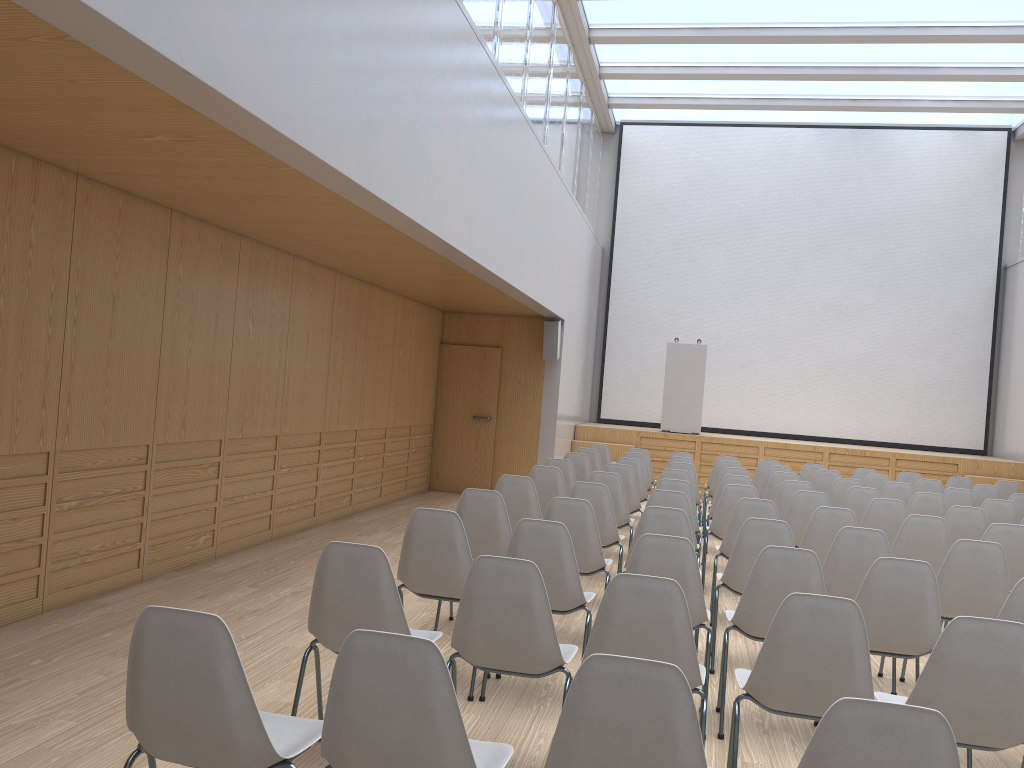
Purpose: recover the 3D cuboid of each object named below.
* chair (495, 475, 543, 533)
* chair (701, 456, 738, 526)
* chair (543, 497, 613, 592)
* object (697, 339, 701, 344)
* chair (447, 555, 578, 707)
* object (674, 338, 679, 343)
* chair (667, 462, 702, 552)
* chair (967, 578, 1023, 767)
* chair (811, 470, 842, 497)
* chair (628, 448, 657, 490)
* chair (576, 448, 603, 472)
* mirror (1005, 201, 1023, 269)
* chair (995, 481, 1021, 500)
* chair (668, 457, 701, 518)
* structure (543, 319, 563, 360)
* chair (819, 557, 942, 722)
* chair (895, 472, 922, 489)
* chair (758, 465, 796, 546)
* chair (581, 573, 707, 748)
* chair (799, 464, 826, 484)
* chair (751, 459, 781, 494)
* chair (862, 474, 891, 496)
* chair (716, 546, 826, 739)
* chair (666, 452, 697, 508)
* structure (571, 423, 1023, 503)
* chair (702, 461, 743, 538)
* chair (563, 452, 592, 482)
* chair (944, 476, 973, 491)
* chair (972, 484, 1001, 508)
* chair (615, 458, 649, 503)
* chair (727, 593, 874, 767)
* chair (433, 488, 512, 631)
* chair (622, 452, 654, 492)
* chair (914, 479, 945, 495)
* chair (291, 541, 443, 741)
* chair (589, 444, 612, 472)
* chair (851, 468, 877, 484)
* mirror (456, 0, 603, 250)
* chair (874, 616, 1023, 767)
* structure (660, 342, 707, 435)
[{"bbox_3d":[0.046,1.072,6.349,0.479,0.876,0.505,4,0,12],"label":"chair"},{"bbox_3d":[2.610,1.310,10.922,0.479,0.876,0.505,4,0,12],"label":"chair"},{"bbox_3d":[0.350,1.088,5.265,0.479,0.876,0.505,4,0,12],"label":"chair"},{"bbox_3d":[2.909,-0.550,13.745,0.166,0.305,0.252,5,0,-17],"label":"object"},{"bbox_3d":[-0.003,1.045,3.324,0.479,0.876,0.505,4,0,12],"label":"chair"},{"bbox_3d":[2.569,-0.576,13.815,0.166,0.305,0.252,5,0,-17],"label":"object"},{"bbox_3d":[1.711,1.225,9.095,0.479,0.876,0.505,4,0,12],"label":"chair"},{"bbox_3d":[2.167,1.219,3.784,0.479,0.876,0.505,4,0,12],"label":"chair"},{"bbox_3d":[3.412,1.364,9.735,0.479,0.876,0.505,4,0,12],"label":"chair"},{"bbox_3d":[1.562,1.229,11.056,0.479,0.876,0.505,4,0,12],"label":"chair"},{"bbox_3d":[0.876,1.169,10.289,0.479,0.876,0.505,4,0,12],"label":"chair"},{"bbox_3d":[6.413,-3.119,5.659,0.253,2.090,17.828,4,0,12],"label":"mirror"},{"bbox_3d":[5.654,1.545,10.320,0.479,0.876,0.505,4,0,12],"label":"chair"},{"bbox_3d":[1.893,1.247,10.009,0.479,0.876,0.505,4,0,12],"label":"chair"},{"bbox_3d":[0.535,-0.590,11.784,0.196,0.542,0.368,4,0,12],"label":"structure"},{"bbox_3d":[1.676,1.182,3.997,0.479,0.876,0.505,4,0,12],"label":"chair"},{"bbox_3d":[4.635,1.466,10.521,0.479,0.876,0.505,4,0,12],"label":"chair"},{"bbox_3d":[2.915,1.325,9.797,0.479,0.876,0.505,4,0,12],"label":"chair"},{"bbox_3d":[0.465,1.080,3.199,0.479,0.876,0.505,4,0,12],"label":"chair"},{"bbox_3d":[3.588,1.386,10.700,0.479,0.876,0.505,4,0,12],"label":"chair"},{"bbox_3d":[3.104,1.349,10.849,0.479,0.876,0.505,4,0,12],"label":"chair"},{"bbox_3d":[3.911,1.403,9.660,0.479,0.876,0.505,4,0,12],"label":"chair"},{"bbox_3d":[1.215,1.146,4.064,0.479,0.876,0.505,4,0,12],"label":"chair"},{"bbox_3d":[2.076,1.269,10.992,0.479,0.876,0.505,4,0,12],"label":"chair"},{"bbox_3d":[4.264,1.408,13.715,6.551,1.027,2.728,4,0,12],"label":"structure"},{"bbox_3d":[2.415,1.287,9.960,0.479,0.876,0.505,4,0,12],"label":"chair"},{"bbox_3d":[0.676,1.145,9.300,0.479,0.876,0.505,4,0,12],"label":"chair"},{"bbox_3d":[5.155,1.506,10.395,0.479,0.876,0.505,4,0,12],"label":"chair"},{"bbox_3d":[4.914,1.479,9.383,0.479,0.876,0.505,4,0,12],"label":"chair"},{"bbox_3d":[1.191,1.185,9.133,0.479,0.876,0.505,4,0,12],"label":"chair"},{"bbox_3d":[1.018,1.123,3.103,0.479,0.876,0.505,4,0,12],"label":"chair"},{"bbox_3d":[-0.155,1.049,5.349,0.479,0.876,0.505,4,0,12],"label":"chair"},{"bbox_3d":[1.386,1.208,10.155,0.479,0.876,0.505,4,0,12],"label":"chair"},{"bbox_3d":[4.402,1.440,9.530,0.479,0.876,0.505,4,0,12],"label":"chair"},{"bbox_3d":[-0.537,1.003,3.365,0.479,0.876,0.505,4,0,12],"label":"chair"},{"bbox_3d":[1.097,1.194,11.236,0.479,0.876,0.505,4,0,12],"label":"chair"},{"bbox_3d":[4.139,1.428,10.564,0.479,0.876,0.505,4,0,12],"label":"chair"},{"bbox_3d":[-0.218,-3.629,7.033,0.253,2.090,17.828,4,0,12],"label":"mirror"},{"bbox_3d":[1.478,1.158,2.947,0.479,0.876,0.505,4,0,12],"label":"chair"},{"bbox_3d":[2.685,0.078,13.843,0.605,1.379,0.605,4,0,12],"label":"structure"}]
